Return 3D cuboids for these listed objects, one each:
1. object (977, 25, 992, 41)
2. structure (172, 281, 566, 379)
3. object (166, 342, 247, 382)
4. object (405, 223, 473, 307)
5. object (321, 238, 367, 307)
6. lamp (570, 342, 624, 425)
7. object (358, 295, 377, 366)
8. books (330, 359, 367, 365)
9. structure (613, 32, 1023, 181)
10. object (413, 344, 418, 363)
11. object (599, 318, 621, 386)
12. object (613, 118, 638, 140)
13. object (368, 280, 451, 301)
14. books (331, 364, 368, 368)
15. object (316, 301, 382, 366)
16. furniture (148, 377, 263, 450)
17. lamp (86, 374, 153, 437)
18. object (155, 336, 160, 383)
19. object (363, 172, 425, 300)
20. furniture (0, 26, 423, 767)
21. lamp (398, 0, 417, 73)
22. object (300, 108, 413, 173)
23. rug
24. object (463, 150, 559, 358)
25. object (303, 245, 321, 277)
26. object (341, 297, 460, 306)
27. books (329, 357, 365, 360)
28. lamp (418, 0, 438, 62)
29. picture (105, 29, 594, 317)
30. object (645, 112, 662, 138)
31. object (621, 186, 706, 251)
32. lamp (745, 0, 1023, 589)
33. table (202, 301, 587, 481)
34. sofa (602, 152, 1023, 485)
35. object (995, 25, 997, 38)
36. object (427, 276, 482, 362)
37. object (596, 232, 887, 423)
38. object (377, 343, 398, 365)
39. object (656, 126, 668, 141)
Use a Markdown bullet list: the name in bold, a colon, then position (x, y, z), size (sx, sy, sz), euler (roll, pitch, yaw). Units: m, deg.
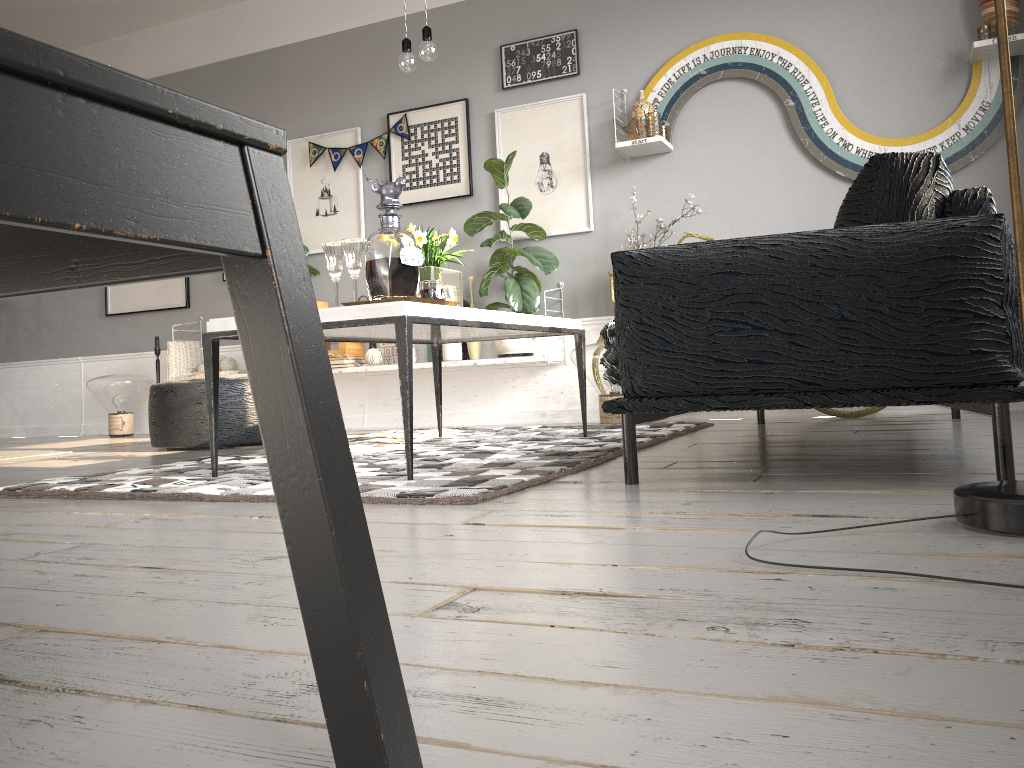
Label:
- **object**: position (2.196, -1.619, 4.113), size (0.060, 0.079, 0.060), euler (-3, -2, 13)
- **structure**: position (-1.009, -0.292, 5.571), size (2.771, 0.488, 0.307), euler (-3, -2, 24)
- **object**: position (-1.935, -0.155, 5.957), size (0.783, 0.308, 0.328), euler (-3, -1, 25)
- **object**: position (-0.314, -0.414, 3.238), size (0.324, 0.352, 0.351), euler (-4, -2, 27)
- **object**: position (-0.525, -0.336, 2.785), size (0.167, 0.228, 0.082), euler (-4, -3, 36)
- **lamp**: position (0.526, -0.002, 4.581), size (0.433, 0.439, 0.431), euler (-2, -2, -35)
- **object**: position (-0.883, -0.340, 5.643), size (0.221, 0.465, 0.019), euler (-4, -4, 24)
- **books**: position (-1.140, -0.132, 5.587), size (0.383, 0.029, 0.260), euler (-3, 1, 25)
- **structure**: position (1.508, -1.439, 4.487), size (2.018, 0.959, 0.266), euler (-3, -3, 24)
- **object**: position (-0.631, -0.362, 5.388), size (0.154, 0.485, 0.136), euler (-4, -3, 24)
- **object**: position (0.571, -0.132, 2.622), size (0.489, 0.330, 0.666), euler (-3, 0, 20)
- **object**: position (0.620, -1.385, 4.802), size (0.060, 0.166, 0.196), euler (-1, -2, -32)
- **object**: position (-0.343, -0.273, 2.843), size (0.279, 0.087, 0.246), euler (-3, 0, 2)
- **books**: position (-1.126, -0.109, 5.585), size (0.367, 0.021, 0.296), euler (-3, 1, 19)
- **object**: position (-1.039, -0.318, 5.553), size (0.544, 0.441, 0.238), euler (-3, -2, 24)
- **furniture**: position (-1.518, 0.143, 4.659), size (0.735, 0.358, 0.734), euler (-3, 0, 11)
- **lamp**: position (-2.754, 0.149, 6.230), size (0.432, 0.439, 0.431), euler (-1, -2, -44)
- **object**: position (-2.414, -0.001, 6.237), size (0.279, 0.703, 0.091), euler (-4, -3, 17)
- **object**: position (-0.361, -0.441, 2.658), size (0.155, 0.418, 0.148), euler (-6, -4, 44)
- **furniture**: position (-0.915, 0.096, 0.714), size (1.666, 0.457, 0.465), euler (-3, -1, 24)
- **lamp**: position (-1.094, -1.931, 3.369), size (1.396, 1.542, 0.074), euler (-3, -3, -7)
- **object**: position (-1.018, -1.554, 5.752), size (0.912, 0.341, 0.057), euler (-3, -3, 24)
- **rug**: position (-0.350, 0.260, 3.484), size (1.767, 0.034, 2.526), euler (-3, 1, 24)
- **object**: position (0.002, -0.726, 5.061), size (0.416, 1.154, 0.564), euler (-1, -3, -26)
- **object**: position (-1.510, -0.562, 5.709), size (0.510, 0.967, 0.544), euler (-3, -2, 10)
- **object**: position (-0.335, -0.241, 2.709), size (0.246, 0.015, 0.318), euler (-3, 1, 24)
- **books**: position (-1.140, -0.155, 5.599), size (0.378, 0.017, 0.229), euler (-3, 1, 21)
- **lamp**: position (-1.006, -1.935, 3.263), size (1.396, 1.542, 0.074), euler (-3, -3, -7)
- **picture**: position (-3.705, -1.199, 4.771), size (7.280, 1.801, 4.037), euler (-3, 0, 24)
- **object**: position (0.760, -1.381, 4.754), size (0.085, 0.140, 0.085), euler (-4, -2, 17)
- **object**: position (0.773, -0.759, 4.698), size (0.486, 0.643, 0.253), euler (-5, -3, 42)
- **lamp**: position (0.946, -0.629, 1.280), size (1.244, 1.708, 0.679), euler (-4, -3, 23)
- **table**: position (-0.313, 0.019, 3.228), size (0.731, 0.512, 1.455), euler (-3, 0, 24)
- **sofa**: position (1.085, -0.186, 3.054), size (0.968, 0.800, 2.339), euler (-3, 0, 24)
- **object**: position (2.244, -1.620, 4.055), size (0.050, 0.058, 0.050), euler (-3, -2, 14)
- **object**: position (-0.351, -0.379, 5.245), size (0.286, 0.490, 0.330), euler (-2, -2, -15)
- **object**: position (1.172, -0.298, 4.525), size (1.624, 0.973, 0.425), euler (-3, -3, 16)
- **object**: position (-0.727, -0.204, 5.528), size (0.264, 0.174, 0.078), euler (-3, -3, 30)
- **object**: position (0.816, -1.356, 4.813), size (0.062, 0.082, 0.062), euler (-3, -2, 0)
